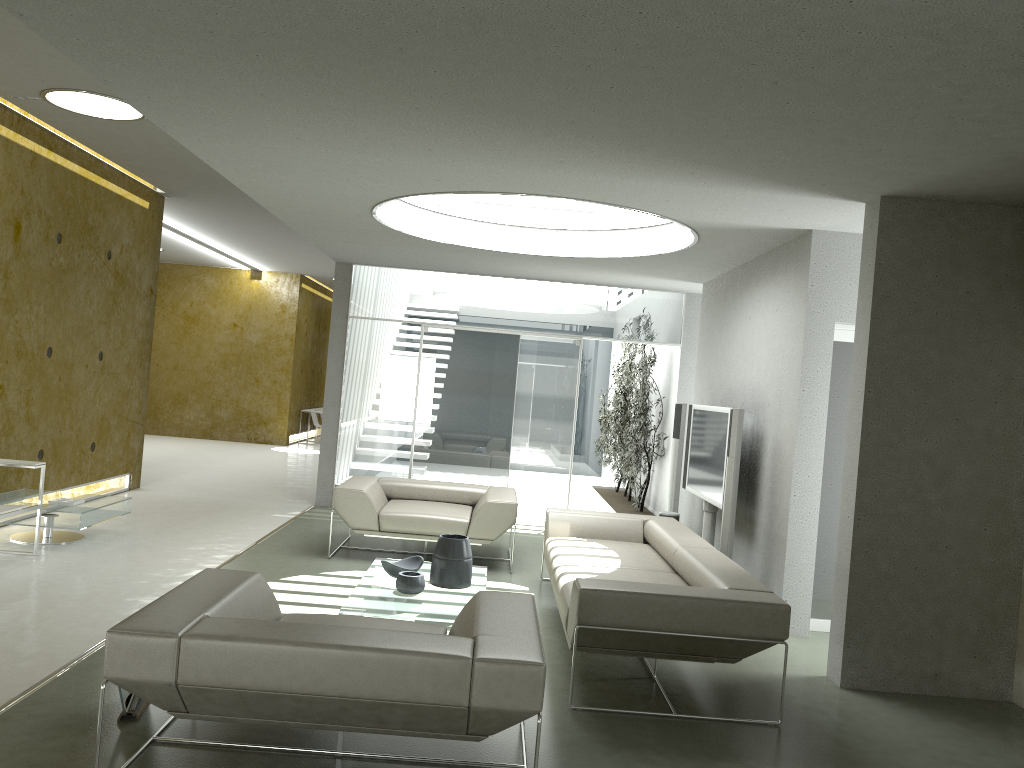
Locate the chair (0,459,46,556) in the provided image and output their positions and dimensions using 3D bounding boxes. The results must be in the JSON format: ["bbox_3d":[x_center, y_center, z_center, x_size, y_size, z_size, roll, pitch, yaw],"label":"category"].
[{"bbox_3d":[-3.722,0.865,5.963,0.710,0.667,0.800,5,0,-1],"label":"chair"}]

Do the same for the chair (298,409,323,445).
[{"bbox_3d":[-3.923,0.887,18.220,0.710,0.667,0.800,5,0,-1],"label":"chair"}]

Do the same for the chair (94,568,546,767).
[{"bbox_3d":[-0.650,1.158,3.471,1.481,0.583,1.039,5,0,-1],"label":"chair"}]

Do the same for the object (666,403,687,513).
[{"bbox_3d":[1.568,0.916,8.509,0.310,1.469,0.310,5,0,26],"label":"object"}]

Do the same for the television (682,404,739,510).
[{"bbox_3d":[1.674,0.575,7.364,0.127,0.781,1.603,5,0,-1],"label":"television"}]

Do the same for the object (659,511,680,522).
[{"bbox_3d":[1.420,1.408,8.117,0.175,0.461,0.185,5,0,-6],"label":"object"}]

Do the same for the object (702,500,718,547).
[{"bbox_3d":[1.558,1.303,7.361,0.323,0.689,0.882,5,0,-1],"label":"object"}]

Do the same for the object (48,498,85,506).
[{"bbox_3d":[-3.434,0.911,6.838,0.197,0.029,0.189,5,0,-1],"label":"object"}]

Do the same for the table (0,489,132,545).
[{"bbox_3d":[-3.633,1.060,6.965,0.900,0.300,0.900,5,0,-1],"label":"table"}]

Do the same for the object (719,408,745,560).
[{"bbox_3d":[1.539,0.906,6.270,0.310,1.469,0.310,5,0,-24],"label":"object"}]

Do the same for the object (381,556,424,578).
[{"bbox_3d":[-0.712,1.189,5.735,0.223,0.125,0.317,5,0,36],"label":"object"}]

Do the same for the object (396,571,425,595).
[{"bbox_3d":[-0.613,1.202,5.352,0.177,0.113,0.177,5,0,-20],"label":"object"}]

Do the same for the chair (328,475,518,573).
[{"bbox_3d":[-0.717,1.165,7.570,1.481,0.583,1.039,5,0,-1],"label":"chair"}]

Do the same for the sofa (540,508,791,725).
[{"bbox_3d":[0.764,1.281,5.569,1.037,0.585,2.791,5,0,-1],"label":"sofa"}]

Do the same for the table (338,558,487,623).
[{"bbox_3d":[-0.565,1.364,5.551,0.790,0.200,1.500,5,0,-1],"label":"table"}]

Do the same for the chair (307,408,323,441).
[{"bbox_3d":[-3.937,0.889,19.076,0.710,0.667,0.800,5,0,-1],"label":"chair"}]

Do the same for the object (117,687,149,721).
[{"bbox_3d":[-1.595,1.227,3.758,0.216,0.288,0.329,5,0,-11],"label":"object"}]

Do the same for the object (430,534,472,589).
[{"bbox_3d":[-0.380,1.123,5.640,0.265,0.309,0.265,5,0,-18],"label":"object"}]

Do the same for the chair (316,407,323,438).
[{"bbox_3d":[-3.951,0.891,19.932,0.710,0.667,0.800,5,0,-1],"label":"chair"}]

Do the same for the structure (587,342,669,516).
[{"bbox_3d":[1.478,0.357,11.599,0.646,2.589,3.371,5,0,-1],"label":"structure"}]
